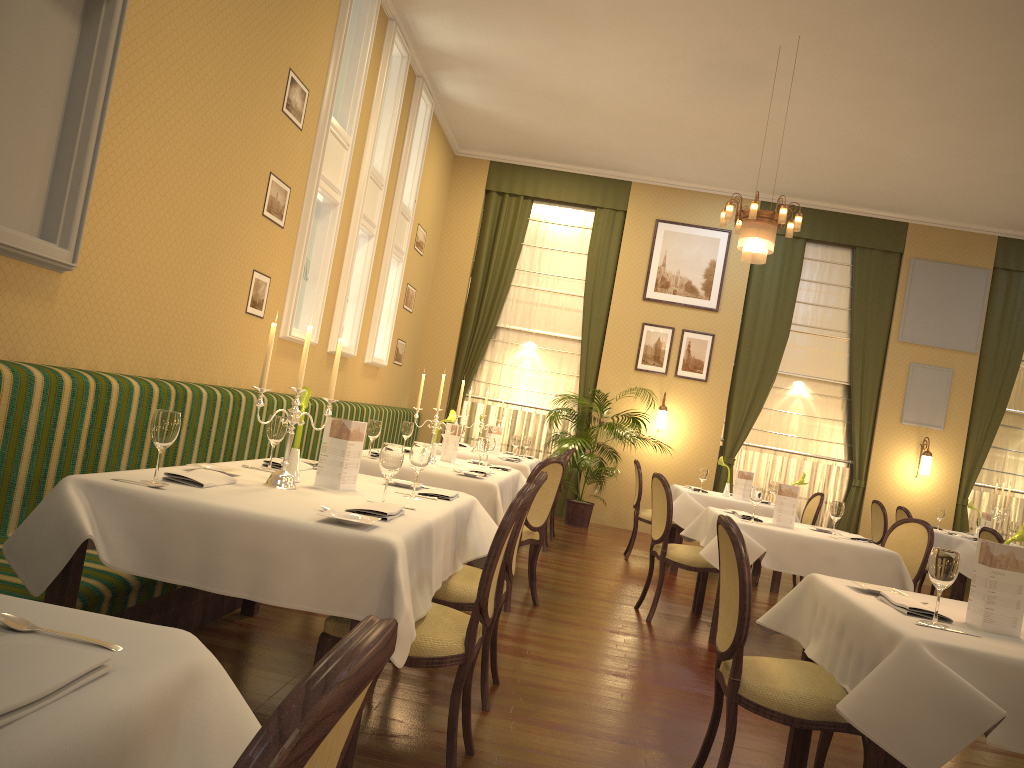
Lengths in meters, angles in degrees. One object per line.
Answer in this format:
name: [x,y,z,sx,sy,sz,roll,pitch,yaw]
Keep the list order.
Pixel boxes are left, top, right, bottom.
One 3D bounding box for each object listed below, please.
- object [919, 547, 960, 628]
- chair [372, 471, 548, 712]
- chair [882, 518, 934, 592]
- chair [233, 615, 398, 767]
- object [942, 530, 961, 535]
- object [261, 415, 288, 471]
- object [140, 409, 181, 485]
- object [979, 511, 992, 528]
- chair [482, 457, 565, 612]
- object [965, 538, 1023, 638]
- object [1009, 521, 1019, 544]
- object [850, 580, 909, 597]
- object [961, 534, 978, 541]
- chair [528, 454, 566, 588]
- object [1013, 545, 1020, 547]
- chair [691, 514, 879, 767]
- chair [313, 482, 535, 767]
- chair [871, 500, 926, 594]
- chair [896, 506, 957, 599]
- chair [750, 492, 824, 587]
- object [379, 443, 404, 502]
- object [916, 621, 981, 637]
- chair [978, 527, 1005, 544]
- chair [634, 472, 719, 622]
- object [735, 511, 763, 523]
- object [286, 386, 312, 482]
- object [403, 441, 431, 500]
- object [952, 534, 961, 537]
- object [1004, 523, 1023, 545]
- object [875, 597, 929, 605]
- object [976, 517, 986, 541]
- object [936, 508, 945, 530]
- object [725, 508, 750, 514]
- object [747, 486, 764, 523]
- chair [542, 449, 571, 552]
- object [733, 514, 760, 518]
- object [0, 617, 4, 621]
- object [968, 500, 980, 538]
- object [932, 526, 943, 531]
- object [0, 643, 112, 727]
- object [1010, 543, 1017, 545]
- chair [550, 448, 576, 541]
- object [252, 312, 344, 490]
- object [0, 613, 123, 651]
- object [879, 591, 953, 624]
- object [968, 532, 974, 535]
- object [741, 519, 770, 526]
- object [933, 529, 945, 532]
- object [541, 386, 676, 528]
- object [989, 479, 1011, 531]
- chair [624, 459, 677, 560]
object: [1.306,0.619,2.703,0.088,0.229,0.088,12,-3,-37]
chair: [-0.211,0.789,3.697,0.571,0.955,0.530,10,-2,5]
chair: [2.381,1.324,5.831,0.571,0.955,0.530,11,-2,-14]
chair: [-0.468,0.635,0.768,0.571,0.955,0.530,10,-2,5]
object: [4.394,1.494,8.850,0.160,0.024,0.160,10,-2,5]
object: [-1.007,0.249,3.751,0.088,0.229,0.088,12,-3,-37]
object: [-1.097,0.198,2.776,0.088,0.229,0.088,12,-3,-37]
object: [4.834,1.451,9.036,0.166,0.277,0.081,11,-2,-23]
chair: [-0.041,0.888,5.583,0.571,0.955,0.530,9,-2,30]
object: [1.502,0.633,2.768,0.081,0.277,0.166,12,-3,-38]
object: [5.183,1.540,9.174,0.088,0.229,0.088,12,-3,-37]
object: [1.311,0.742,3.173,0.160,0.024,0.160,10,-2,5]
object: [4.452,1.490,8.541,0.142,0.033,0.273,10,-2,5]
chair: [0.025,0.930,6.394,0.571,0.955,0.530,10,-2,5]
object: [5.053,1.615,8.811,0.185,0.010,0.017,10,-2,6]
chair: [0.898,0.956,2.944,0.571,0.955,0.530,10,-2,5]
chair: [-0.286,0.745,2.865,0.571,0.955,0.530,10,-2,5]
chair: [4.070,1.754,9.431,0.571,0.955,0.530,10,-2,5]
chair: [4.002,1.714,8.662,0.571,0.955,0.530,10,-2,5]
chair: [2.612,1.463,8.485,0.571,0.955,0.530,10,-2,5]
object: [-0.441,0.327,3.153,0.088,0.229,0.088,12,-3,-37]
object: [1.287,0.723,2.615,0.185,0.010,0.017,10,-2,7]
chair: [3.836,1.615,6.772,0.571,0.955,0.530,10,-2,5]
chair: [1.161,1.114,5.979,0.571,0.955,0.530,10,-2,-4]
object: [1.583,0.888,5.928,0.142,0.033,0.273,10,-2,5]
object: [-0.846,0.195,3.517,0.076,0.375,0.163,10,-2,-13]
object: [-0.388,0.355,3.641,0.088,0.229,0.088,12,-3,-37]
object: [4.427,1.501,8.720,0.185,0.010,0.017,10,-2,7]
object: [1.604,0.603,2.871,0.163,0.375,0.076,11,-2,-18]
object: [1.346,0.748,3.067,0.181,0.015,0.038,10,-2,7]
object: [4.399,1.371,8.335,0.088,0.229,0.088,12,-3,-37]
object: [4.489,1.423,9.310,0.088,0.229,0.088,12,-3,-37]
object: [1.576,0.900,6.199,0.160,0.024,0.160,10,-2,5]
object: [1.571,0.777,5.728,0.088,0.229,0.088,12,-3,-42]
chair: [0.185,1.026,8.241,0.571,0.955,0.530,10,-2,5]
object: [1.611,0.906,6.092,0.181,0.015,0.038,10,-2,7]
object: [-0.752,0.301,1.093,0.160,0.024,0.160,10,-2,5]
object: [4.698,1.375,9.003,0.163,0.375,0.076,9,-2,27]
object: [4.501,1.535,9.510,0.142,0.033,0.273,10,-2,5]
object: [-0.576,0.329,0.970,0.142,0.024,0.273,10,-2,5]
object: [5.078,1.630,9.096,0.185,0.010,0.017,10,-2,6]
chair: [0.291,1.075,9.075,0.571,0.955,0.530,10,-2,5]
object: [-0.788,0.057,3.246,0.131,0.655,0.390,9,-2,25]
object: [-0.611,0.334,1.192,0.181,0.015,0.038,10,-2,7]
object: [1.317,0.730,2.903,0.142,0.033,0.273,10,-2,5]
object: [5.001,1.628,9.580,0.160,0.024,0.160,10,-2,5]
object: [1.553,0.881,5.640,0.185,0.010,0.017,10,-2,7]
object: [4.471,1.528,9.222,0.185,0.010,0.017,10,-2,7]
object: [1.015,0.837,10.684,1.496,1.807,1.552,11,-2,-14]
object: [4.844,1.255,8.809,0.390,0.655,0.131,11,-2,-29]
chair: [1.398,1.255,8.654,0.571,0.955,0.530,10,-2,5]
